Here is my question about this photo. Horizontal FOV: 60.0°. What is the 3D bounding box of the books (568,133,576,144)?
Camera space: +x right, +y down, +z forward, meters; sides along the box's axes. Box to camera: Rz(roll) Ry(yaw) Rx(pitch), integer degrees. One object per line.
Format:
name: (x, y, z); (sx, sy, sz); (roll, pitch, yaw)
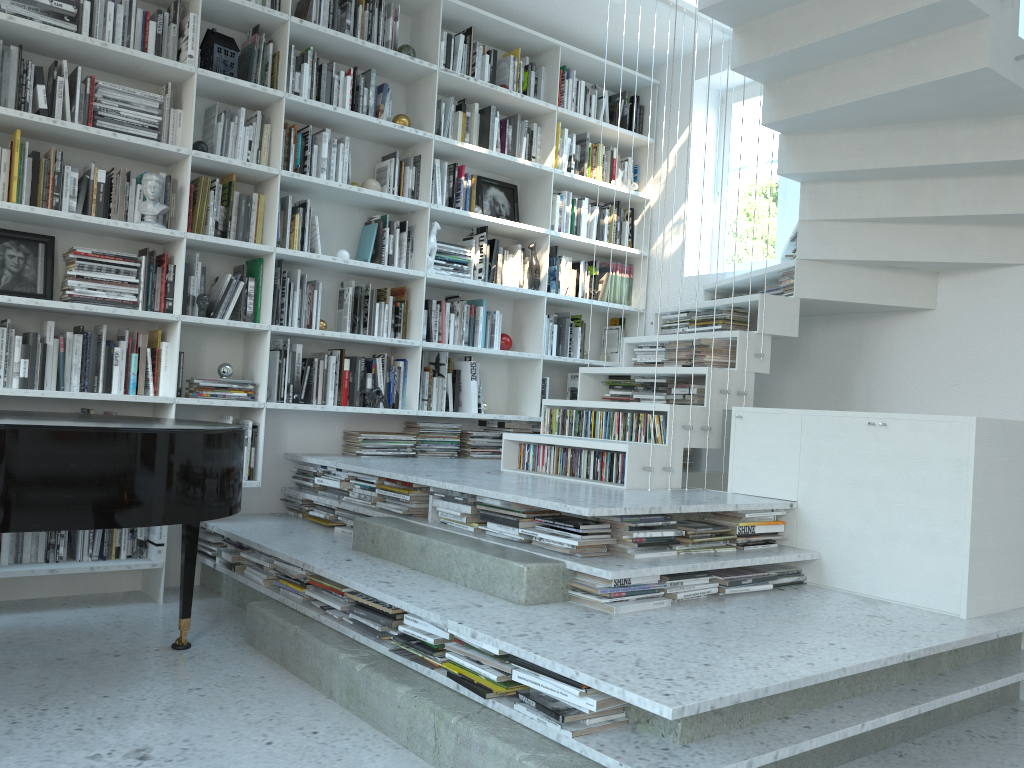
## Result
books: (0.325, -1.393, 5.457); (0.023, 0.263, 0.158); (4, -1, -38)

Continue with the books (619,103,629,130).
books: (0.691, -1.706, 5.805); (0.012, 0.216, 0.192); (4, -1, -38)

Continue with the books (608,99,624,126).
books: (0.649, -1.725, 5.796); (0.068, 0.247, 0.160); (4, -1, -38)

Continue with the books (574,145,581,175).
books: (0.368, -1.364, 5.501); (0.025, 0.211, 0.134); (4, -1, -38)

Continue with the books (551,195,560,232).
books: (0.220, -1.024, 5.455); (0.023, 0.247, 0.182); (4, -1, -38)

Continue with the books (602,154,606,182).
books: (0.529, -1.349, 5.691); (0.013, 0.212, 0.186); (4, -1, -38)

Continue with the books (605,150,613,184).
books: (0.587, -1.369, 5.743); (0.022, 0.261, 0.160); (4, -1, -38)

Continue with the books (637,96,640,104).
books: (0.792, -1.748, 5.922); (0.014, 0.319, 0.144); (4, -1, -38)

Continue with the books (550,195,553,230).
books: (0.183, -1.027, 5.462); (0.026, 0.250, 0.160); (4, -1, -38)

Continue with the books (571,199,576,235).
books: (0.337, -1.021, 5.562); (0.013, 0.260, 0.158); (4, -1, -38)

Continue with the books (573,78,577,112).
books: (0.342, -1.764, 5.557); (0.027, 0.275, 0.148); (4, -1, -38)

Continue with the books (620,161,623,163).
books: (0.686, -1.343, 5.858); (0.023, 0.228, 0.131); (4, -1, -38)

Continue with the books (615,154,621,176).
books: (0.646, -1.360, 5.798); (0.070, 0.254, 0.154); (4, -1, -38)

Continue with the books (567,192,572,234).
books: (0.307, -1.039, 5.538); (0.012, 0.292, 0.165); (4, -1, -38)

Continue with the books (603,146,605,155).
books: (0.530, -1.383, 5.723); (0.024, 0.281, 0.153); (4, -1, -38)

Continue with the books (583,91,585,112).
books: (0.399, -1.740, 5.596); (0.011, 0.236, 0.148); (4, -1, -38)

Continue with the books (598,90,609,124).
books: (0.572, -1.745, 5.747); (0.069, 0.277, 0.131); (4, -1, -38)

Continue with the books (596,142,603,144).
books: (0.514, -1.392, 5.695); (0.010, 0.295, 0.165); (4, -1, -38)

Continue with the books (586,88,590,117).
books: (0.434, -1.737, 5.625); (0.025, 0.237, 0.143); (4, -1, -38)

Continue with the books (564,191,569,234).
books: (0.287, -1.043, 5.536); (0.022, 0.297, 0.162); (4, -1, -38)

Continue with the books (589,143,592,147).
books: (0.436, -1.374, 5.548); (0.022, 0.242, 0.144); (4, -1, -38)

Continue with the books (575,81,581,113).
books: (0.363, -1.754, 5.569); (0.022, 0.259, 0.163); (4, -1, -38)

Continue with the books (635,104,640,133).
books: (0.770, -1.715, 5.884); (0.014, 0.248, 0.185); (4, -1, -38)

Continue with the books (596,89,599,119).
books: (0.495, -1.745, 5.679); (0.015, 0.263, 0.143); (4, -1, -38)

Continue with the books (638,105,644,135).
books: (0.793, -1.709, 5.886); (0.025, 0.237, 0.187); (4, -1, -38)

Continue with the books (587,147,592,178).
books: (0.425, -1.357, 5.532); (0.014, 0.206, 0.184); (4, -1, -38)

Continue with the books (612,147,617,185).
books: (0.608, -1.380, 5.773); (0.023, 0.287, 0.163); (4, -1, -38)

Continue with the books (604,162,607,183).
books: (0.551, -1.332, 5.740); (0.034, 0.182, 0.156); (4, -1, -38)

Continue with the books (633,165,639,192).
books: (0.773, -1.331, 5.884); (0.011, 0.216, 0.170); (4, -1, -38)

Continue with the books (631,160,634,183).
books: (0.743, -1.348, 5.883); (0.040, 0.246, 0.160); (4, -1, -38)

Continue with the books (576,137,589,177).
books: (0.400, -1.383, 5.501); (0.023, 0.253, 0.189); (4, -1, -38)

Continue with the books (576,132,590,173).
books: (0.416, -1.403, 5.519); (0.022, 0.296, 0.152); (4, -1, -38)

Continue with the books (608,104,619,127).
books: (0.622, -1.700, 5.754); (0.024, 0.193, 0.186); (4, -1, -38)

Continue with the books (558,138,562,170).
books: (0.235, -1.372, 5.372); (0.024, 0.205, 0.165); (4, -1, -38)

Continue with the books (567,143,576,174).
books: (0.314, -1.360, 5.430); (0.024, 0.193, 0.189); (4, -1, -38)

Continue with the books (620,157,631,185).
books: (0.716, -1.356, 5.862); (0.029, 0.258, 0.163); (4, -1, -38)

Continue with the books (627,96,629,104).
books: (0.714, -1.742, 5.856); (0.012, 0.292, 0.140); (4, -1, -38)

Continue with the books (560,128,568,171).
books: (0.261, -1.399, 5.381); (0.026, 0.263, 0.189); (4, -1, -38)

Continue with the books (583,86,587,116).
books: (0.408, -1.745, 5.615); (0.027, 0.249, 0.154); (4, -1, -38)

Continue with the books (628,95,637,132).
books: (0.743, -1.738, 5.839); (0.014, 0.286, 0.189); (4, -1, -38)

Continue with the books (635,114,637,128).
books: (0.751, -1.684, 5.865); (0.036, 0.183, 0.161); (4, -1, -38)

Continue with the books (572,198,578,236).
books: (0.347, -1.025, 5.581); (0.025, 0.271, 0.152); (4, -1, -38)

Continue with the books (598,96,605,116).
books: (0.542, -1.727, 5.729); (0.010, 0.235, 0.131); (4, -1, -38)

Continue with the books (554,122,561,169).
books: (0.225, -1.417, 5.362); (0.010, 0.294, 0.183); (4, -1, -38)

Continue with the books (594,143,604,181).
books: (0.473, -1.370, 5.593); (0.042, 0.242, 0.247); (4, -1, -38)

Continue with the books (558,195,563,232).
books: (0.241, -1.027, 5.486); (0.026, 0.256, 0.173); (4, -1, -38)

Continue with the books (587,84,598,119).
books: (0.482, -1.757, 5.674); (0.012, 0.285, 0.159); (4, -1, -38)

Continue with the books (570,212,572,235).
books: (0.311, -0.982, 5.560); (0.027, 0.179, 0.157); (4, -1, -38)

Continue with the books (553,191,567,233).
books: (0.267, -1.040, 5.488); (0.014, 0.285, 0.185); (4, -1, -38)

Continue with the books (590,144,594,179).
books: (0.449, -1.370, 5.558); (0.012, 0.237, 0.165); (4, -1, -38)

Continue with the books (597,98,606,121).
books: (0.523, -1.717, 5.698); (0.057, 0.212, 0.163); (4, -1, -38)

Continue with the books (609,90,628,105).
books: (0.690, -1.754, 5.831); (0.014, 0.313, 0.161); (4, -1, -38)

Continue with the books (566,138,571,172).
books: (0.283, -1.377, 5.413); (0.049, 0.223, 0.161); (4, -1, -38)

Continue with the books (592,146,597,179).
books: (0.465, -1.362, 5.558); (0.013, 0.222, 0.174); (4, -1, -38)

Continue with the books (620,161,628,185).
books: (0.683, -1.337, 5.825); (0.023, 0.213, 0.180); (4, -1, -38)

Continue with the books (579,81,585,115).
books: (0.383, -1.755, 5.585); (0.029, 0.264, 0.179); (4, -1, -38)

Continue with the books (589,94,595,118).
books: (0.462, -1.720, 5.652); (0.026, 0.208, 0.163); (4, -1, -38)

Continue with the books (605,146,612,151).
books: (0.588, -1.385, 5.771); (0.011, 0.294, 0.151); (4, -1, -38)
